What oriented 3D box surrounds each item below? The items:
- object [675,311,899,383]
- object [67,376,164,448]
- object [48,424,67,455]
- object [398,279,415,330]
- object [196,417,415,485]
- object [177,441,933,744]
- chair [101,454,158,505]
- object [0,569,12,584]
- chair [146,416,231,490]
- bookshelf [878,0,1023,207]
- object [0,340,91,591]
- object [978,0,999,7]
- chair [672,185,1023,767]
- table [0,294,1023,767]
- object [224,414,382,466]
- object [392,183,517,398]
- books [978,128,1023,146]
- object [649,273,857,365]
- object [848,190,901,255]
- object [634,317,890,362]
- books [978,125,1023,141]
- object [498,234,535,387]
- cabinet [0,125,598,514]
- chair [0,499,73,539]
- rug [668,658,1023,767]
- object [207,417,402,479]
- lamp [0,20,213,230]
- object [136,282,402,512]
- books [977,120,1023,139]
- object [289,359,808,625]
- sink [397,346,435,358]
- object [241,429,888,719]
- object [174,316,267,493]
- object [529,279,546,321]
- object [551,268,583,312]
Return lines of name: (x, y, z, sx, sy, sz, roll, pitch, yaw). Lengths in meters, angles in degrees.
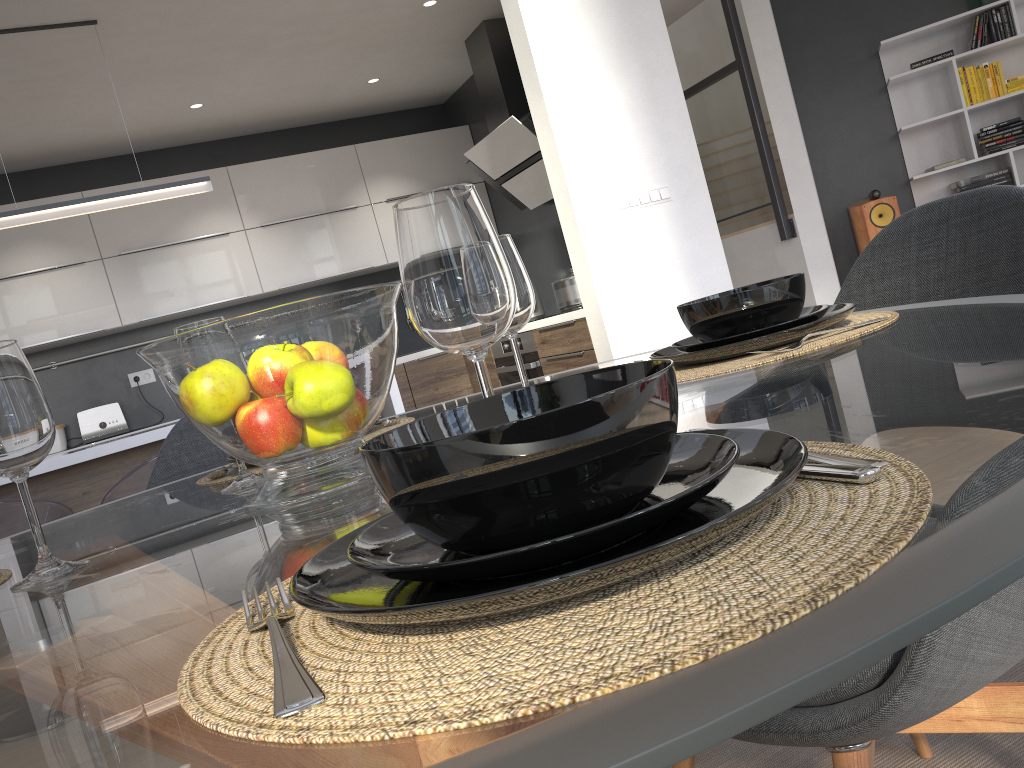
object: (0.295, -0.043, 1.116, 0.360, 0.002, 0.360, -14, 4, 18)
object: (-2.390, 0.155, 5.267, 0.562, 0.319, 0.191, -17, 4, -23)
object: (-2.733, 0.352, 5.063, 0.380, 0.148, 0.263, -17, 4, -24)
object: (-0.619, -0.565, 6.154, 0.320, 0.389, 0.069, -17, 4, -22)
object: (-0.333, 0.107, 1.449, 0.360, 0.002, 0.360, -12, 5, 41)
object: (0.017, 0.083, 0.446, 0.360, 0.002, 0.360, -14, 4, 18)
chair: (-1.175, 0.606, 3.215, 0.434, 0.787, 0.475, -13, 5, 29)
object: (-0.672, 0.245, 0.839, 0.360, 0.002, 0.360, -12, 5, 41)
chair: (-0.363, 0.438, 1.677, 0.655, 0.891, 0.619, -17, 4, -22)
bookshelf: (4.182, -1.711, 5.682, 3.000, 2.052, 0.455, -14, 4, 21)
object: (-0.459, 0.073, 0.819, 0.083, 0.220, 0.083, -13, 5, 27)
object: (3.146, -2.772, 5.922, 0.157, 0.507, 0.157, -13, 5, 35)
chair: (0.461, 0.248, 1.160, 0.619, 0.891, 0.655, -17, 4, -17)
table: (-0.087, 0.471, 0.971, 1.499, 0.764, 1.499, -18, 5, -34)
object: (-0.341, 0.070, 1.438, 0.258, 0.074, 0.258, -19, 6, -43)
object: (-0.030, -0.034, 0.670, 0.083, 0.220, 0.083, -13, 5, 27)
books: (3.346, -1.686, 6.059, 0.284, 0.030, 0.214, -13, 5, 30)
object: (0.295, -0.083, 1.118, 0.258, 0.074, 0.258, -19, 6, -43)
object: (2.681, -0.845, 6.385, 0.290, 1.088, 0.434, -15, 4, 6)
object: (0.289, -0.050, 1.125, 0.206, 0.015, 0.309, -17, 4, -19)
books: (3.339, -1.711, 6.061, 0.264, 0.020, 0.189, -14, 4, 25)
object: (-0.004, -0.075, 1.127, 0.083, 0.220, 0.083, -12, 5, 38)
cabinet: (-1.726, -0.215, 4.375, 4.694, 2.501, 2.402, -17, 4, -24)
chair: (-1.664, 0.756, 3.010, 0.475, 0.787, 0.434, -16, 4, -6)
rug: (0.012, 0.845, 1.007, 2.499, 0.010, 2.499, -12, 5, 39)
object: (-0.341, 0.101, 1.445, 0.309, 0.015, 0.206, -17, 4, -19)
lamp: (-1.799, -1.046, 3.517, 0.998, 0.756, 0.020, -17, 4, -24)
object: (-0.226, 0.019, 0.939, 0.278, 0.184, 0.278, -17, 4, -15)
books: (3.344, -1.740, 6.075, 0.284, 0.030, 0.214, -13, 5, 30)
object: (0.012, 0.045, 0.444, 0.258, 0.074, 0.258, -16, 4, -4)
sink: (-0.805, -0.188, 5.761, 0.626, 0.518, 0.512, -17, 4, -24)
object: (0.019, 0.073, 0.457, 0.309, 0.015, 0.206, -17, 4, -19)
object: (-0.377, 0.026, 1.157, 0.083, 0.220, 0.083, -15, 4, 5)
object: (0.046, -0.559, 5.823, 0.179, 0.318, 0.590, -17, 4, -17)
object: (0.374, -0.548, 5.008, 0.288, 0.223, 0.315, -14, 4, 17)
